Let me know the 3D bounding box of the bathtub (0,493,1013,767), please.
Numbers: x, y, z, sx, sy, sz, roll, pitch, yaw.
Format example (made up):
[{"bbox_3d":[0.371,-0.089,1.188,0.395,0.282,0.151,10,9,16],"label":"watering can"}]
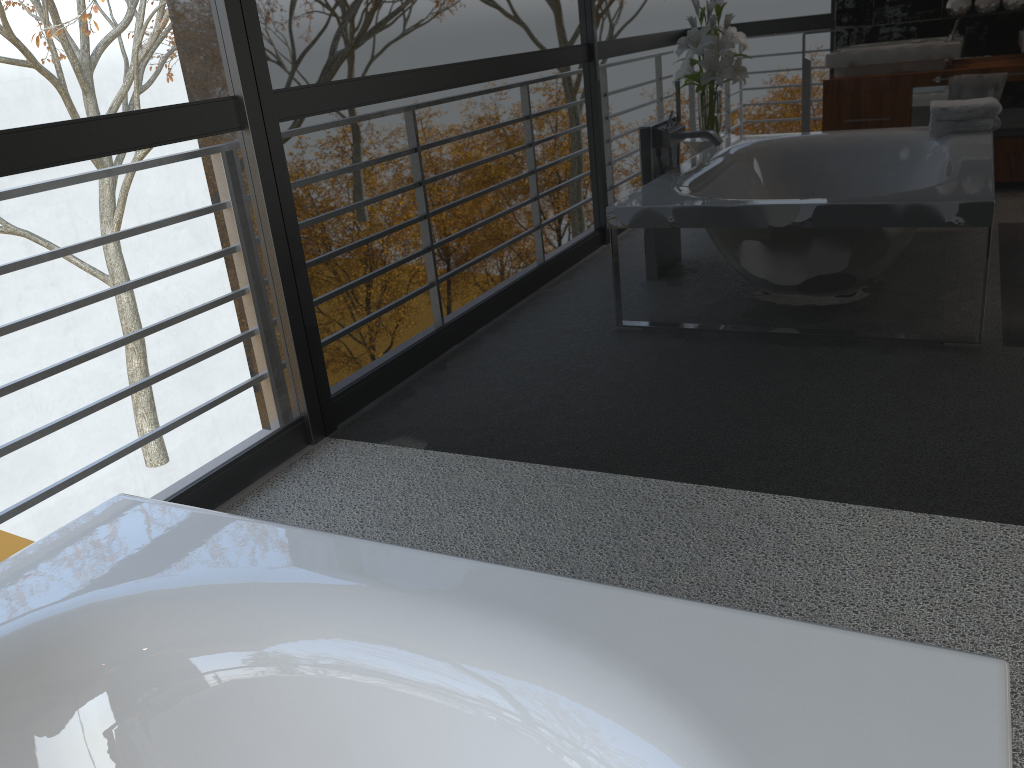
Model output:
[{"bbox_3d":[-0.483,0.828,0.498,1.328,0.503,1.964,5,24,27],"label":"bathtub"}]
